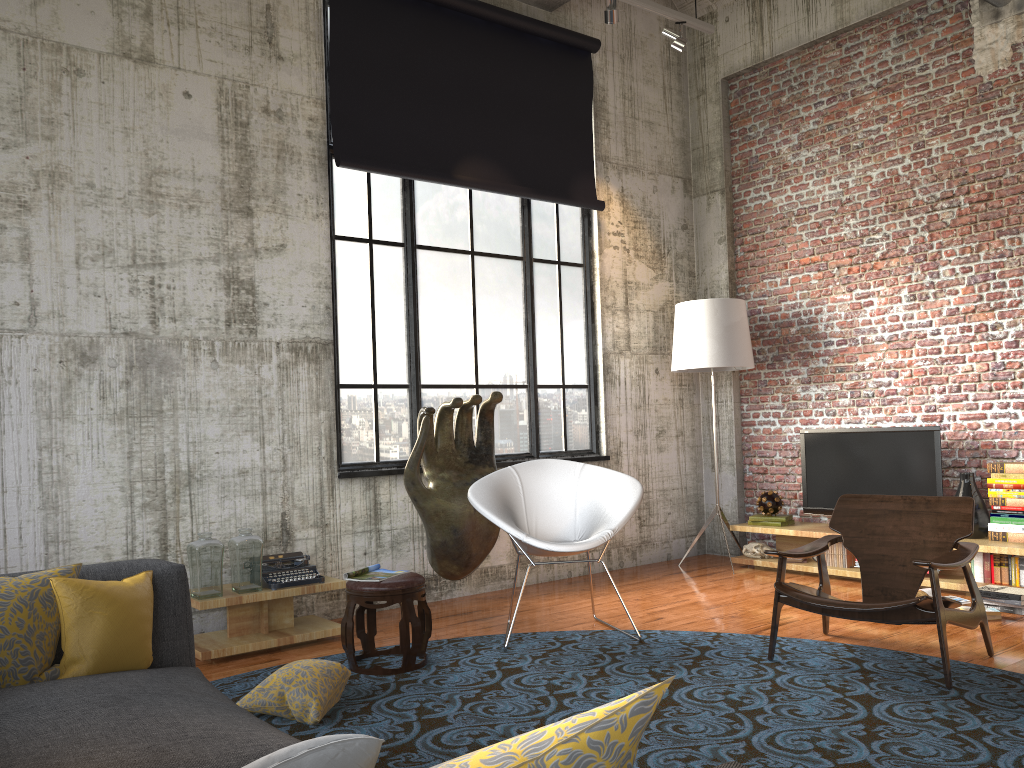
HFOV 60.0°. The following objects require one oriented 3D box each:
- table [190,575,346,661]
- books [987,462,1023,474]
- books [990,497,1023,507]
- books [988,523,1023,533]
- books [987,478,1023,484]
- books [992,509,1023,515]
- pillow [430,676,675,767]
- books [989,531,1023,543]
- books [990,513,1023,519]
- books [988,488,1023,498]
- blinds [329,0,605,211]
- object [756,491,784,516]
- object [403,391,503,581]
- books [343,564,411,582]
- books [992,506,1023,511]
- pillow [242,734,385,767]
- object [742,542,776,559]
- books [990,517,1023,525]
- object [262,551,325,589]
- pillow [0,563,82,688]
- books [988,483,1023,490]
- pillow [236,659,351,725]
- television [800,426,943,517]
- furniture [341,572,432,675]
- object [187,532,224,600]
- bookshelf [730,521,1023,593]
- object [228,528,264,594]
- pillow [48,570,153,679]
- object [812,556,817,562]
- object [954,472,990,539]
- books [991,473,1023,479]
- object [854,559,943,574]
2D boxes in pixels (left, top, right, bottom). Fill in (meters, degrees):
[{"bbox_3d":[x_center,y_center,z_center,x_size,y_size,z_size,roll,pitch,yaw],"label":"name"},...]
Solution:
[{"bbox_3d":[-1.484,1.376,5.247,0.875,0.358,0.476,0,-3,-38],"label":"table"},{"bbox_3d":[3.410,0.568,6.022,0.198,0.066,0.260,0,-3,-38],"label":"books"},{"bbox_3d":[3.407,0.795,6.013,0.171,0.057,0.246,0,-3,-38],"label":"books"},{"bbox_3d":[3.418,0.971,6.008,0.176,0.053,0.291,0,-3,-38],"label":"books"},{"bbox_3d":[3.396,0.655,6.013,0.183,0.034,0.254,0,-4,-38],"label":"books"},{"bbox_3d":[3.407,0.862,6.010,0.161,0.027,0.223,0,-4,-38],"label":"books"},{"bbox_3d":[-0.054,0.584,1.053,0.536,0.446,0.260,-1,-2,-31],"label":"pillow"},{"bbox_3d":[3.426,1.031,6.014,0.198,0.066,0.285,0,-3,-38],"label":"books"},{"bbox_3d":[3.408,0.888,6.009,0.160,0.026,0.251,0,-4,-38],"label":"books"},{"bbox_3d":[3.406,0.737,6.014,0.180,0.060,0.259,0,-3,-38],"label":"books"},{"bbox_3d":[-0.240,-2.189,6.748,2.443,1.463,0.151,0,-2,-38],"label":"blinds"},{"bbox_3d":[2.169,1.003,7.450,0.215,0.207,0.216,-4,-3,41],"label":"object"},{"bbox_3d":[-0.405,0.707,5.998,0.727,1.295,0.456,-1,-1,-26],"label":"object"},{"bbox_3d":[-0.717,1.007,4.731,0.229,0.043,0.300,-3,-3,26],"label":"books"},{"bbox_3d":[3.404,0.836,6.009,0.161,0.026,0.223,0,-4,-38],"label":"books"},{"bbox_3d":[-0.302,0.575,1.016,0.171,0.314,0.364,-3,-2,42],"label":"pillow"},{"bbox_3d":[2.077,1.390,7.415,0.183,0.133,0.274,-1,-3,-29],"label":"object"},{"bbox_3d":[3.412,0.923,6.018,0.174,0.045,0.240,0,-4,-38],"label":"books"},{"bbox_3d":[-1.352,1.120,5.331,0.423,0.153,0.382,0,-3,-38],"label":"object"},{"bbox_3d":[-1.491,0.706,2.497,0.536,0.446,0.260,-1,-2,-31],"label":"pillow"},{"bbox_3d":[3.400,0.690,6.015,0.183,0.034,0.254,0,-4,-38],"label":"books"},{"bbox_3d":[-0.954,1.378,4.006,0.481,0.247,0.504,-3,-3,18],"label":"pillow"},{"bbox_3d":[2.741,0.731,6.793,1.090,0.792,0.285,-4,-2,39],"label":"television"},{"bbox_3d":[-0.666,1.257,4.725,0.432,0.477,0.432,-2,-2,7],"label":"furniture"},{"bbox_3d":[-1.710,1.012,4.952,0.163,0.361,0.163,-1,-2,-40],"label":"object"},{"bbox_3d":[3.238,1.254,6.127,0.548,0.358,3.849,0,-3,-38],"label":"bookshelf"},{"bbox_3d":[-1.527,1.013,5.094,0.163,0.361,0.163,-1,-2,-35],"label":"object"},{"bbox_3d":[-1.212,0.723,2.675,0.168,0.318,0.434,-3,-2,27],"label":"pillow"},{"bbox_3d":[2.464,1.341,7.073,0.068,0.172,0.169,-1,-2,-37],"label":"object"},{"bbox_3d":[3.228,0.856,6.267,0.268,0.455,0.268,-2,-1,-7],"label":"object"},{"bbox_3d":[3.408,0.620,6.015,0.168,0.037,0.231,0,-4,-38],"label":"books"},{"bbox_3d":[2.831,1.293,6.451,0.600,0.174,0.244,-5,-3,44],"label":"object"}]
